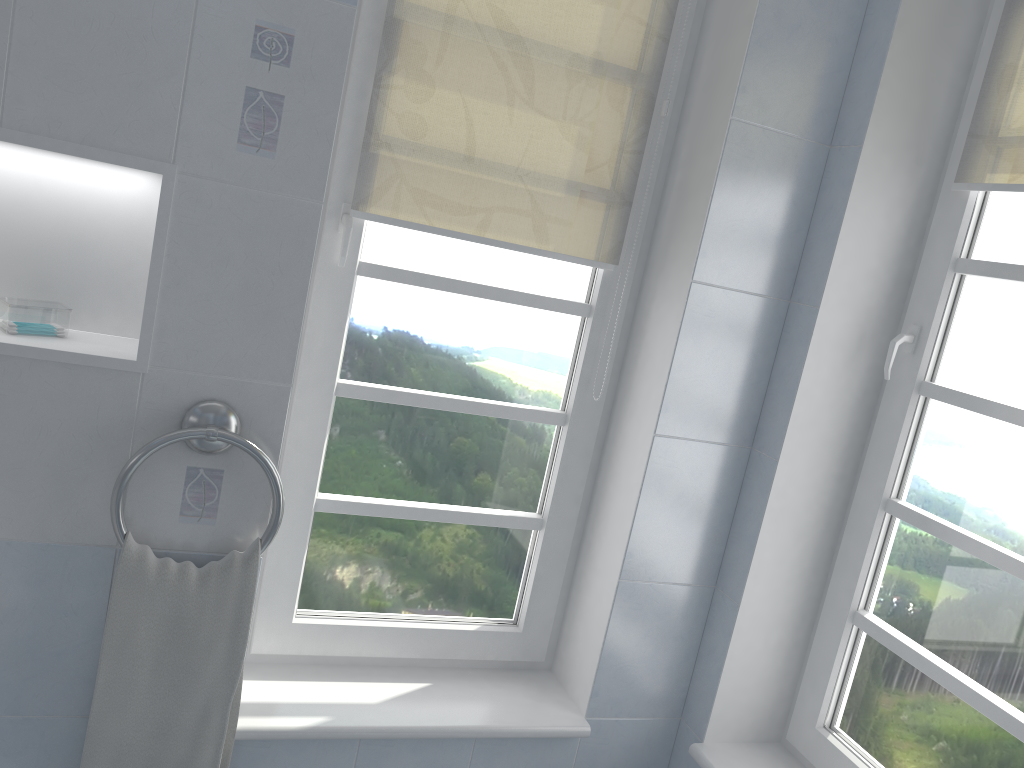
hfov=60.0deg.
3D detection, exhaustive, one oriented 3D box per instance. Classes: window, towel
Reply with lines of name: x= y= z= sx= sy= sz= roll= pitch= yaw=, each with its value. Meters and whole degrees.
window: x=-0.041 y=-0.343 z=1.882 sx=0.758 sy=2.067 sz=0.142 roll=8 pitch=10 yaw=-21
window: x=0.995 y=-0.052 z=1.462 sx=0.142 sy=2.067 sz=0.963 roll=8 pitch=10 yaw=-21
towel: x=-0.619 y=0.573 z=1.621 sx=0.280 sy=0.635 sz=0.083 roll=9 pitch=10 yaw=-21

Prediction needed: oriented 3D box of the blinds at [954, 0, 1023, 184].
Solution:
blinds: x=1.068 y=-0.657 z=1.345 sx=0.046 sy=0.732 sz=0.800 roll=8 pitch=10 yaw=-21

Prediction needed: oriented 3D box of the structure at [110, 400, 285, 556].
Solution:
structure: x=-0.552 y=0.194 z=1.577 sx=0.291 sy=0.332 sz=0.051 roll=8 pitch=10 yaw=-21

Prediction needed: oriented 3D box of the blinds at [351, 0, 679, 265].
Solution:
blinds: x=0.070 y=-0.783 z=1.752 sx=0.598 sy=1.032 sz=0.046 roll=8 pitch=10 yaw=-21

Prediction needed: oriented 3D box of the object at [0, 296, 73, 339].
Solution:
object: x=-0.837 y=-0.116 z=1.552 sx=0.102 sy=0.053 sz=0.072 roll=3 pitch=13 yaw=-46
